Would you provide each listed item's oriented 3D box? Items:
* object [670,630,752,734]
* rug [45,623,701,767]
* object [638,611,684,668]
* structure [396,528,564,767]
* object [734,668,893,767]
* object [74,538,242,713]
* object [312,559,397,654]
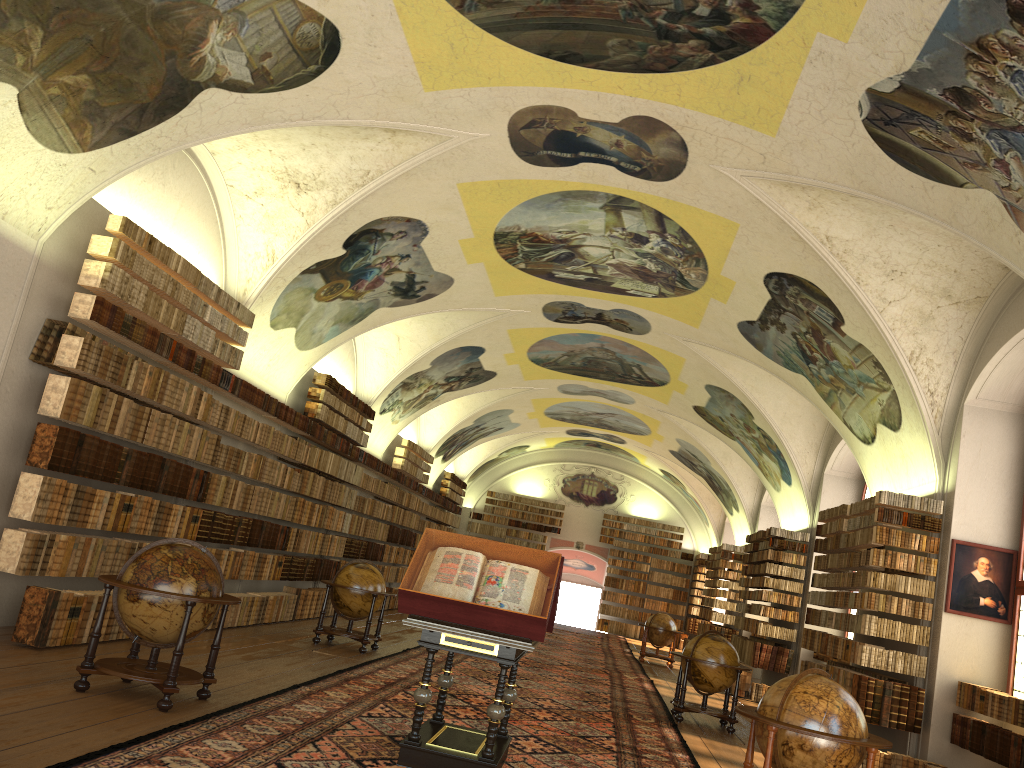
[{"bbox_3d":[3.103,4.627,14.010,1.282,1.443,1.280,18,-13,-29],"label":"object"},{"bbox_3d":[0.554,5.572,17.601,4.702,0.064,37.055,10,-12,7],"label":"rug"},{"bbox_3d":[4.105,7.057,24.668,1.283,1.443,1.279,20,-14,-39],"label":"object"},{"bbox_3d":[-0.326,2.424,8.058,1.244,1.974,1.899,10,-11,7],"label":"structure"},{"bbox_3d":[2.488,3.137,7.474,1.278,1.443,1.284,0,-15,44],"label":"object"},{"bbox_3d":[-3.220,2.153,8.217,1.282,1.443,1.280,18,-13,-29],"label":"object"},{"bbox_3d":[-2.606,3.643,14.753,1.278,1.443,1.284,0,-15,44],"label":"object"}]
